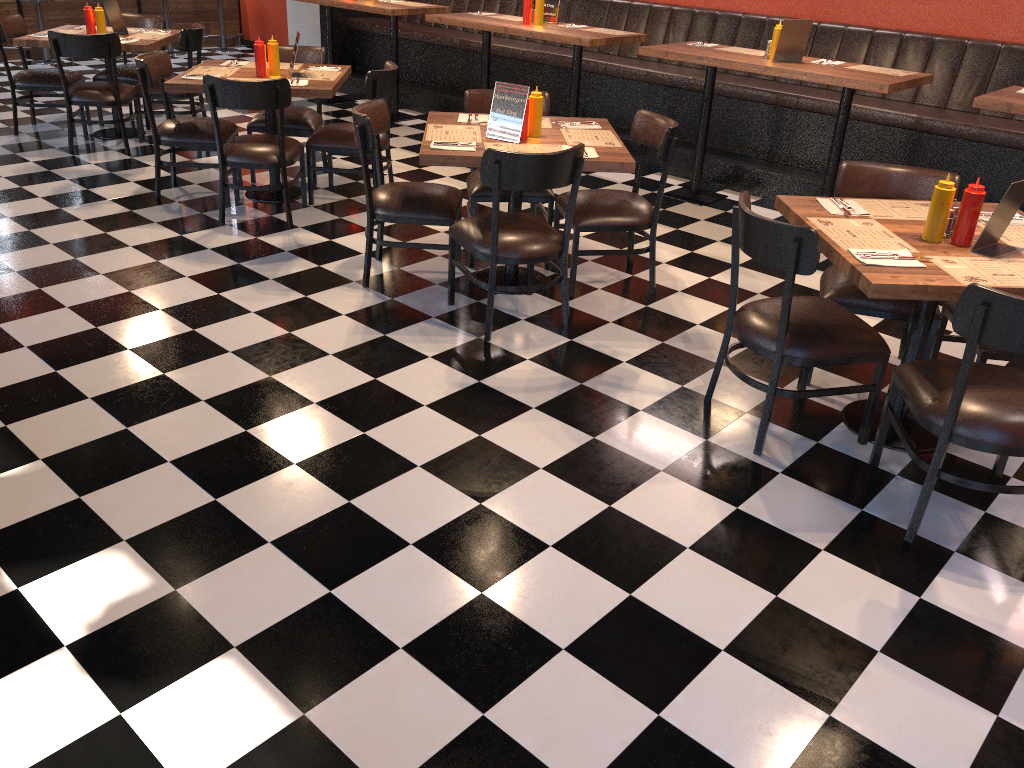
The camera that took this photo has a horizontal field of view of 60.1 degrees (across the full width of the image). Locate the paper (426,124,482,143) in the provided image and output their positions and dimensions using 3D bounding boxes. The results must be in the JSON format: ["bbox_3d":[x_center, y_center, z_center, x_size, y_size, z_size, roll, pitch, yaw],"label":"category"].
[{"bbox_3d":[-0.283,-1.219,4.301,0.261,0.001,0.372,1,28,-4],"label":"paper"}]

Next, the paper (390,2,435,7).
[{"bbox_3d":[-0.894,-3.409,7.952,0.263,0.001,0.369,-23,37,-40],"label":"paper"}]

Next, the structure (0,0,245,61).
[{"bbox_3d":[-6.031,-3.912,9.606,0.217,1.021,7.104,24,34,36],"label":"structure"}]

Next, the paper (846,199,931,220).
[{"bbox_3d":[1.525,-0.679,3.451,0.365,0.001,0.266,1,28,-4],"label":"paper"}]

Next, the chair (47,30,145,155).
[{"bbox_3d":[-3.082,-2.190,6.598,0.486,0.852,0.554,-1,27,-8],"label":"chair"}]

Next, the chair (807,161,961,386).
[{"bbox_3d":[1.550,-0.451,3.741,0.487,0.852,0.553,10,27,14],"label":"chair"}]

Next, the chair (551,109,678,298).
[{"bbox_3d":[0.529,-0.935,4.563,0.544,0.852,0.495,-2,27,-10],"label":"chair"}]

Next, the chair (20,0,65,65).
[{"bbox_3d":[-5.302,-4.027,9.989,0.348,0.761,0.354,1,26,-3],"label":"chair"}]

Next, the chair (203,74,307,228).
[{"bbox_3d":[-1.511,-1.411,5.267,0.486,0.852,0.554,1,26,-3],"label":"chair"}]

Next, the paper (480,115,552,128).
[{"bbox_3d":[0.020,-1.372,4.624,0.365,0.001,0.266,2,28,-2],"label":"paper"}]

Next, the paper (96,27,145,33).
[{"bbox_3d":[-3.178,-2.860,7.149,0.365,0.001,0.266,3,28,-1],"label":"paper"}]

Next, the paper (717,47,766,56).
[{"bbox_3d":[1.585,-2.242,5.970,0.263,0.001,0.369,-23,37,-40],"label":"paper"}]

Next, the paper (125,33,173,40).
[{"bbox_3d":[-2.818,-2.697,6.873,0.261,0.001,0.372,1,28,-3],"label":"paper"}]

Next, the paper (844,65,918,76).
[{"bbox_3d":[2.262,-1.920,5.422,0.263,0.001,0.369,-23,37,-40],"label":"paper"}]

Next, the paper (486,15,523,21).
[{"bbox_3d":[0.004,-2.989,7.240,0.263,0.001,0.369,-23,37,-40],"label":"paper"}]

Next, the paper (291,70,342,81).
[{"bbox_3d":[-1.235,-1.961,5.626,0.261,0.001,0.372,2,28,-2],"label":"paper"}]

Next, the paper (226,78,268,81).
[{"bbox_3d":[-1.539,-1.800,5.287,0.365,0.001,0.266,1,28,-5],"label":"paper"}]

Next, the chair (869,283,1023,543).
[{"bbox_3d":[1.510,0.047,2.783,0.486,0.852,0.554,6,27,5],"label":"chair"}]

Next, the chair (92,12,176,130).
[{"bbox_3d":[-3.178,-2.644,7.458,0.487,0.852,0.554,7,27,7],"label":"chair"}]

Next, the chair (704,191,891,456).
[{"bbox_3d":[1.050,-0.238,3.282,0.545,0.852,0.494,-5,27,-15],"label":"chair"}]

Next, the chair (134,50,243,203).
[{"bbox_3d":[-2.066,-1.646,5.662,0.544,0.852,0.495,0,27,-6],"label":"chair"}]

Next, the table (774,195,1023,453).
[{"bbox_3d":[1.540,-0.180,3.320,0.960,0.760,0.974,1,27,-3],"label":"table"}]

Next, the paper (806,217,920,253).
[{"bbox_3d":[1.234,-0.531,3.139,0.261,0.001,0.372,1,28,-4],"label":"paper"}]

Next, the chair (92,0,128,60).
[{"bbox_3d":[-4.792,-4.266,10.498,0.351,0.761,0.351,24,33,36],"label":"chair"}]

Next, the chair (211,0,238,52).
[{"bbox_3d":[-3.773,-4.744,11.515,0.348,0.761,0.354,1,26,-3],"label":"chair"}]

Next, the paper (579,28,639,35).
[{"bbox_3d":[0.729,-2.658,6.678,0.263,0.001,0.369,-23,37,-40],"label":"paper"}]

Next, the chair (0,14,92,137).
[{"bbox_3d":[-3.741,-2.450,7.031,0.544,0.852,0.495,-1,27,-8],"label":"chair"}]

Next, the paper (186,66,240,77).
[{"bbox_3d":[-1.874,-1.967,5.572,0.261,0.001,0.372,0,28,-5],"label":"paper"}]

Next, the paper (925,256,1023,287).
[{"bbox_3d":[1.563,-0.362,2.848,0.365,0.001,0.266,1,28,-4],"label":"paper"}]

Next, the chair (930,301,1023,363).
[{"bbox_3d":[2.003,-0.243,3.389,0.545,0.852,0.495,6,26,5],"label":"chair"}]

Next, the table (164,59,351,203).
[{"bbox_3d":[-1.576,-1.616,5.752,0.960,0.760,0.974,1,27,-3],"label":"table"}]

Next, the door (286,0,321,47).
[{"bbox_3d":[-2.473,-5.049,10.741,1.035,2.141,0.163,25,33,37],"label":"door"}]

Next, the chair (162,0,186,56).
[{"bbox_3d":[-4.283,-4.505,11.007,0.351,0.761,0.352,-20,34,-38],"label":"chair"}]

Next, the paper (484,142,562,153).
[{"bbox_3d":[0.059,-1.068,4.047,0.365,0.001,0.266,1,28,-5],"label":"paper"}]

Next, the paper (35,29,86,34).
[{"bbox_3d":[-3.486,-2.710,6.831,0.261,0.001,0.372,1,28,-3],"label":"paper"}]

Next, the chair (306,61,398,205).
[{"bbox_3d":[-1.006,-1.618,5.716,0.545,0.852,0.495,5,26,5],"label":"chair"}]

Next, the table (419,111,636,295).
[{"bbox_3d":[0.035,-0.883,4.513,0.960,0.760,0.974,1,27,-3],"label":"table"}]

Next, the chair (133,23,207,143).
[{"bbox_3d":[-2.682,-2.387,7.017,0.544,0.852,0.495,-1,27,-8],"label":"chair"}]

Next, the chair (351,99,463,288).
[{"bbox_3d":[-0.530,-0.962,4.509,0.544,0.852,0.495,3,26,0],"label":"chair"}]

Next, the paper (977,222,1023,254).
[{"bbox_3d":[1.873,-0.520,3.182,0.261,0.001,0.372,2,28,-2],"label":"paper"}]

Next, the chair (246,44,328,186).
[{"bbox_3d":[-1.552,-1.883,6.167,0.486,0.852,0.554,3,26,-1],"label":"chair"}]

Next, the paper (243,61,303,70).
[{"bbox_3d":[-1.588,-2.117,5.889,0.365,0.001,0.266,1,28,-4],"label":"paper"}]

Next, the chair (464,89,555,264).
[{"bbox_3d":[-0.025,-1.170,4.958,0.486,0.852,0.554,-1,27,-8],"label":"chair"}]

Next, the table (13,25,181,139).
[{"bbox_3d":[-3.172,-2.369,7.033,0.956,0.760,0.977,1,27,-3],"label":"table"}]

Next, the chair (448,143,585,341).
[{"bbox_3d":[0.016,-0.698,4.057,0.487,0.852,0.553,-9,29,-23],"label":"chair"}]

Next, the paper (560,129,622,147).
[{"bbox_3d":[0.385,-1.211,4.354,0.261,0.001,0.372,1,28,-4],"label":"paper"}]
